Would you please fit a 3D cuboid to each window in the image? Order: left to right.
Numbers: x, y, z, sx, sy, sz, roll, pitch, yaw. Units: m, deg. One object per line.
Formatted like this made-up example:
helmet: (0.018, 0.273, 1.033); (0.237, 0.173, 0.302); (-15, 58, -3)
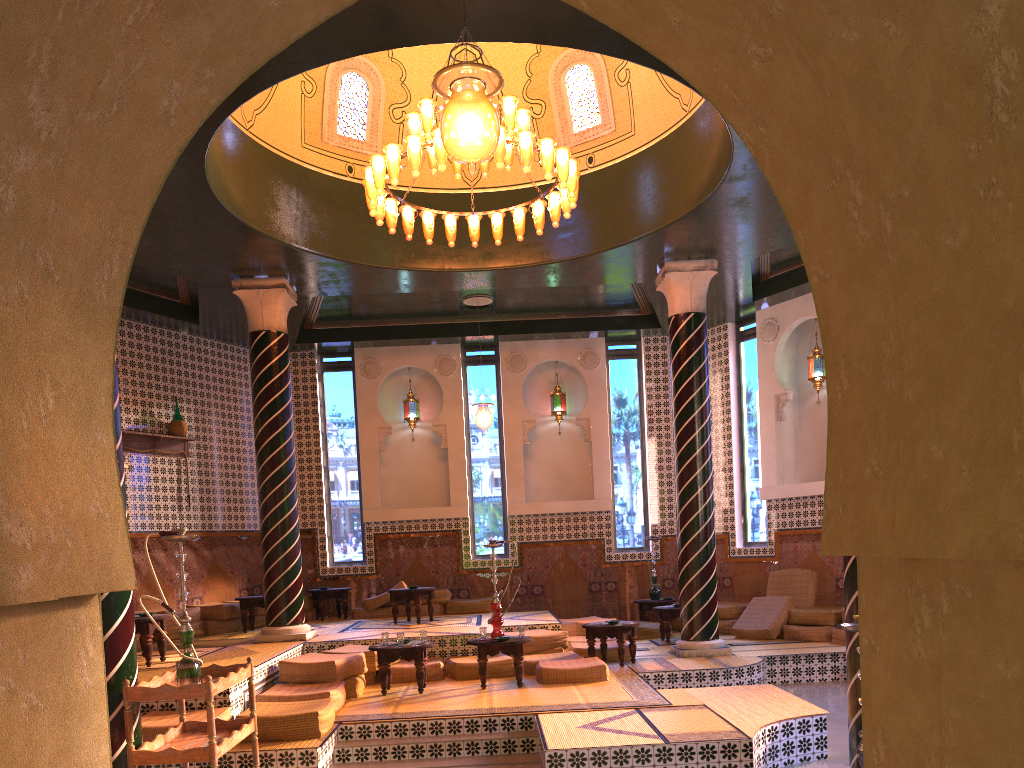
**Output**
window: (-3.386, 1.665, 17.346); (0.774, 4.034, 0.090); (-3, 3, -1)
window: (-0.463, -4.310, 9.835); (5.802, 1.165, 5.527); (-10, -12, 34)
window: (-0.532, 1.540, 17.412); (0.774, 4.034, 0.090); (-3, 3, -1)
window: (2.322, 1.414, 17.479); (0.774, 4.034, 0.090); (-3, 3, -1)
window: (4.587, 1.070, 16.242); (0.090, 4.034, 0.773); (-4, 3, -32)

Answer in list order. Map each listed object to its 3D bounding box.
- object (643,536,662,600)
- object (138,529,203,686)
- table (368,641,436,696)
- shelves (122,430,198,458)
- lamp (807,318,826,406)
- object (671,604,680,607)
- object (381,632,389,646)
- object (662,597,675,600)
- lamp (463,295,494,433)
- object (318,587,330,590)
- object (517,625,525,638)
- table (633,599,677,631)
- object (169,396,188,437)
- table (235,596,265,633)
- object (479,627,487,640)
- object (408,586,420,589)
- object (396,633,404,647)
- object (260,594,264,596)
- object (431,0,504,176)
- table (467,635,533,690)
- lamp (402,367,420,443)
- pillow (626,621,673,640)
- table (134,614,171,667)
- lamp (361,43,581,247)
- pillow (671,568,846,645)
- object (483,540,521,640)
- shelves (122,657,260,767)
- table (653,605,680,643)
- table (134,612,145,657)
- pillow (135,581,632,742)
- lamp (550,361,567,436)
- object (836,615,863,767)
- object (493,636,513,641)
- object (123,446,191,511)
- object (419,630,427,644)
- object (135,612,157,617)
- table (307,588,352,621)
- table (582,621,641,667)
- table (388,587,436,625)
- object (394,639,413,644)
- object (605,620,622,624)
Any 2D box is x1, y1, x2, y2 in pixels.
object: (2.712, 3.562, 16.707); (0.301, 1.264, 0.459); (-1, 1, 35)
object: (-2.614, 1.754, 6.690); (0.463, 1.265, 0.296); (-3, 2, 6)
table: (-1.364, 3.565, 10.833); (0.836, 0.591, 0.851); (-2, -6, -11)
shelves: (-6.697, 0.792, 13.271); (0.257, 0.342, 4.513); (-4, -10, 28)
lamp: (5.303, -0.410, 15.001); (0.358, 1.578, 0.324); (-4, 2, -28)
object: (2.842, 3.792, 14.768); (0.251, 0.045, 0.254); (-5, -11, 13)
object: (-1.589, 3.196, 10.819); (0.091, 0.164, 0.092); (-2, -1, -44)
object: (3.008, 4.133, 16.608); (0.251, 0.045, 0.254); (-5, -11, 13)
lamp: (-0.535, -0.304, 15.024); (0.518, 2.338, 0.517); (-3, 2, -13)
object: (-3.607, 3.917, 16.542); (0.251, 0.045, 0.254); (-5, -11, 13)
object: (0.118, 3.126, 10.889); (0.091, 0.164, 0.092); (-2, -1, -24)
table: (2.793, 4.496, 16.779); (0.839, 0.591, 0.848); (-4, -6, 8)
object: (-5.785, 0.568, 14.940); (0.303, 0.728, 0.298); (-2, 1, 40)
table: (-4.302, 3.946, 14.817); (0.838, 0.591, 0.849); (-3, -6, 4)
object: (-0.361, 3.147, 10.878); (0.092, 0.164, 0.092); (-3, -1, 1)
object: (-1.705, 3.516, 14.911); (0.251, 0.045, 0.254); (-5, -11, 13)
object: (-1.369, 3.148, 10.625); (0.091, 0.164, 0.092); (-2, -1, -24)
object: (-4.185, 3.611, 14.777); (0.251, 0.045, 0.254); (-5, -11, 13)
object: (-0.271, -2.290, 4.625); (0.518, 2.338, 0.517); (-3, 2, -13)
table: (-0.143, 3.521, 10.917); (0.837, 0.591, 0.850); (2, -8, -37)
lamp: (-2.026, 0.393, 17.361); (0.325, 1.578, 0.357); (-2, 2, 32)
pillow: (2.366, 4.563, 15.946); (0.973, 0.279, 0.963); (3, -11, -31)
table: (-4.597, 3.147, 10.558); (0.847, 0.591, 0.840); (-8, -8, 37)
lamp: (-0.550, -4.272, 9.706); (2.473, 4.644, 2.468); (-3, 0, 6)
pillow: (4.730, 3.761, 14.715); (1.401, 1.195, 5.842); (0, -10, -32)
object: (-0.134, 2.587, 10.868); (0.464, 1.263, 0.298); (-3, 2, 15)
shelves: (-2.531, 2.919, 6.944); (0.746, 1.296, 1.195); (-3, -4, -1)
table: (2.851, 4.129, 14.840); (0.837, 0.591, 0.850); (2, -8, -37)
table: (-5.114, 3.302, 11.240); (0.847, 0.591, 0.840); (-8, -8, 37)
pillow: (-3.164, 3.674, 12.394); (10.028, 1.269, 10.079); (-3, -11, -1)
lamp: (0.932, 0.267, 17.450); (0.361, 1.578, 0.321); (-2, 2, 32)
object: (2.327, 1.999, 5.186); (0.832, 1.273, 0.354); (-2, 1, -30)
object: (-0.109, 3.156, 10.678); (0.254, 0.045, 0.251); (-12, -14, 42)
object: (-6.168, 1.569, 14.368); (0.060, 1.048, 1.993); (-1, -6, 28)
object: (-1.110, 3.175, 10.830); (0.091, 0.164, 0.092); (-2, -1, -24)
object: (-4.471, 2.822, 10.550); (0.251, 0.045, 0.254); (-5, -11, 13)
table: (-3.513, 4.264, 16.698); (0.841, 0.591, 0.846); (-5, -7, 16)
table: (1.434, 3.728, 12.369); (0.846, 0.591, 0.841); (-7, -8, 34)
table: (-1.714, 3.839, 14.928); (0.840, 0.591, 0.847); (-4, -6, 10)
object: (-1.367, 3.260, 10.905); (0.254, 0.045, 0.251); (-12, -14, 42)
object: (1.441, 3.388, 12.264); (0.250, 0.045, 0.255); (0, -11, -16)
